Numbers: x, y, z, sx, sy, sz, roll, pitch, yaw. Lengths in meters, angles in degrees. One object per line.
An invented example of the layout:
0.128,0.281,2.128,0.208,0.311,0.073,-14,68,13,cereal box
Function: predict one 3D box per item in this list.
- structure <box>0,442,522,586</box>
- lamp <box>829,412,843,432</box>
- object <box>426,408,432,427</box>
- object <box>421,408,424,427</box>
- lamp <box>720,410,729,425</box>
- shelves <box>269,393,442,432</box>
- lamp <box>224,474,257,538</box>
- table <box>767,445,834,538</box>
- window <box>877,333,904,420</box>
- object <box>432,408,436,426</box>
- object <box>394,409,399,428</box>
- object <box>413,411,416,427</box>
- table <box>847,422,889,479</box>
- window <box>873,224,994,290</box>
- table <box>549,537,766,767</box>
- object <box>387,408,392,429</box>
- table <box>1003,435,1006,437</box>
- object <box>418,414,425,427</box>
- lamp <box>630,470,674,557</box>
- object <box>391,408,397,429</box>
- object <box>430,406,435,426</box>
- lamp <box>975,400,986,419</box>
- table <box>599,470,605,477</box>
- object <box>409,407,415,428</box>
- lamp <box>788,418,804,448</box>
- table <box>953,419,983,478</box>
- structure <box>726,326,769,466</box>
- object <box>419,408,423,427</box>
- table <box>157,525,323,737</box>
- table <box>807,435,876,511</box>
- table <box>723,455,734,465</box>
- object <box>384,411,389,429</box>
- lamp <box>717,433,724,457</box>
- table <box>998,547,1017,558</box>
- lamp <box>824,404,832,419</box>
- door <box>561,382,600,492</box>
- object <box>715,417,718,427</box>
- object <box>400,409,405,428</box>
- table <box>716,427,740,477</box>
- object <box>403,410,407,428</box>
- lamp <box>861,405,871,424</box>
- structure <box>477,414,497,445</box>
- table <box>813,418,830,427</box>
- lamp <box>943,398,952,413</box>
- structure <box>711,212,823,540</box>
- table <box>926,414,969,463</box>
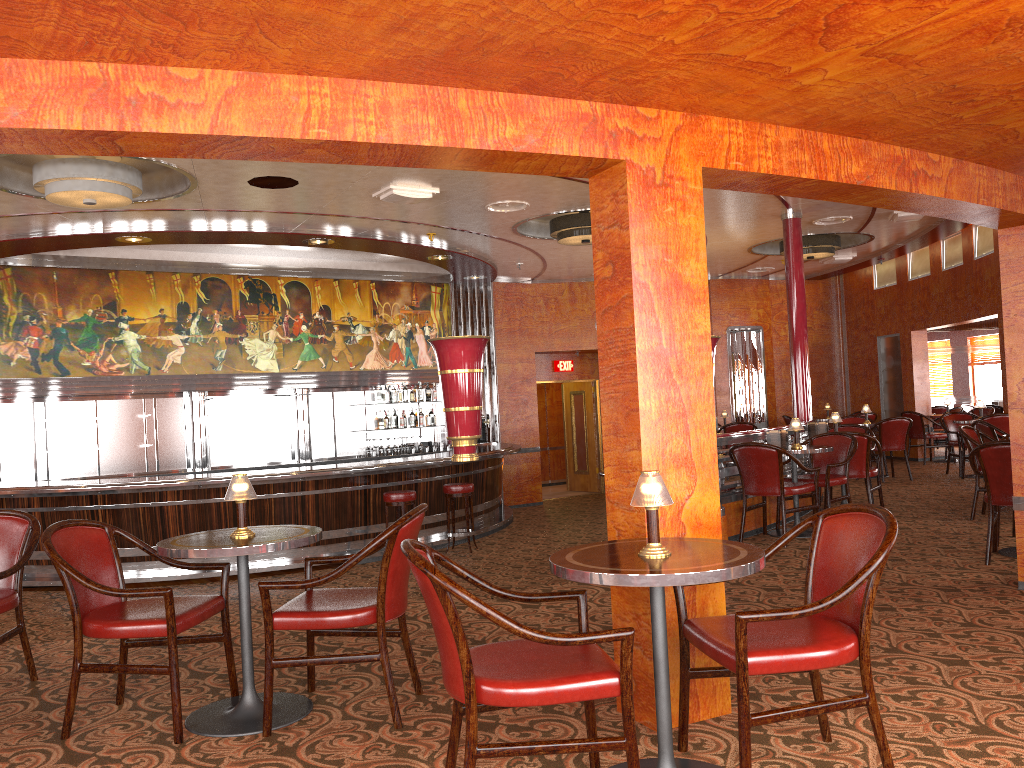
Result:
-2.502,1.471,10.593,7.808,1.047,3.209,-2,-2,-34,structure
3.207,0.402,8.784,0.130,0.250,0.130,-3,-1,13,lamp
-1.257,0.507,13.416,0.080,0.272,0.080,-3,-1,-31,object
-1.362,0.506,13.378,0.067,0.282,0.067,-3,-1,16,object
3.189,0.522,13.292,0.130,0.250,0.130,-3,-1,-5,lamp
-2.191,0.403,12.858,2.593,0.568,0.339,-2,-1,-34,shelves
-1.099,0.491,3.599,0.130,0.250,0.130,-3,-1,-13,lamp
2.383,0.896,7.454,0.640,0.720,0.640,-3,-1,8,table
6.366,-0.097,14.616,0.257,1.440,0.806,-3,-1,-9,window
-1.212,0.510,13.606,0.080,0.272,0.080,-2,-1,-36,object
-1.743,0.517,13.229,0.090,0.293,0.090,-4,-1,34,object
-1.494,0.507,13.351,0.090,0.293,0.090,-2,-1,-41,object
4.785,0.888,11.932,0.639,0.720,0.640,-3,-1,-5,table
4.669,-1.902,9.153,1.957,0.480,11.947,-4,-2,23,window
0.451,0.872,2.672,0.639,0.720,0.640,-3,-1,-5,table
-1.803,0.512,13.169,0.078,0.305,0.206,-2,-1,-38,object
4.527,0.785,7.481,0.639,0.720,0.640,-3,-1,-14,table
-1.381,0.506,13.512,0.090,0.293,0.090,-3,-1,-1,object
0.423,0.387,2.674,0.130,0.250,0.130,-3,-1,22,lamp
-1.748,0.508,13.098,0.078,0.305,0.078,-2,-1,-41,object
-1.225,0.491,13.494,0.078,0.305,0.078,-3,-1,-21,object
5.925,0.324,11.209,0.130,0.250,0.130,-3,-1,22,lamp
1.241,1.252,8.052,0.849,0.960,0.850,-2,-1,-32,table
-1.490,0.498,13.239,0.078,0.305,0.078,-3,-1,4,object
2.382,0.410,7.432,0.130,0.250,0.130,-3,-1,-23,lamp
5.942,0.809,11.199,0.639,0.720,0.640,-3,-1,-5,table
4.015,0.191,14.986,0.812,2.354,0.557,-3,-1,-13,structure
-1.367,0.504,13.291,0.067,0.282,0.067,-3,-1,30,object
-1.077,0.976,3.589,0.639,0.720,0.640,-3,-1,-8,table
3.259,0.884,8.738,0.640,0.720,0.639,-4,-1,26,table
2.052,1.235,9.020,0.850,0.960,0.849,-4,-1,35,table
-1.858,0.530,13.097,0.080,0.272,0.080,-3,-1,-31,object
2.130,0.626,9.063,0.130,0.250,0.130,-3,-1,-23,lamp
3.579,0.797,6.050,0.640,0.720,0.640,-3,-1,17,table
5.265,0.452,14.783,0.130,0.250,0.130,-3,-1,13,lamp
1.233,0.939,15.959,0.063,1.982,0.808,-2,-1,-40,door
3.037,0.578,13.335,0.169,0.156,0.195,-2,-2,-39,object
-1.635,0.515,13.173,0.067,0.282,0.067,-3,-1,21,object
3.216,1.006,13.282,0.639,0.720,0.640,-3,-1,-5,table
-1.620,0.522,13.283,0.080,0.272,0.080,-3,-1,-31,object
4.759,0.403,11.913,0.130,0.250,0.130,-3,-1,13,lamp
-0.453,0.690,13.491,0.360,0.540,0.281,-3,-1,-14,structure
5.271,0.938,14.795,0.639,0.720,0.640,-3,-1,-5,table
6.718,0.347,13.675,0.130,0.250,0.130,-3,-1,13,lamp
2.280,-0.120,8.304,0.549,3.604,4.353,-3,-1,30,structure
6.742,0.831,13.645,0.639,0.720,0.640,-3,-1,-5,table
